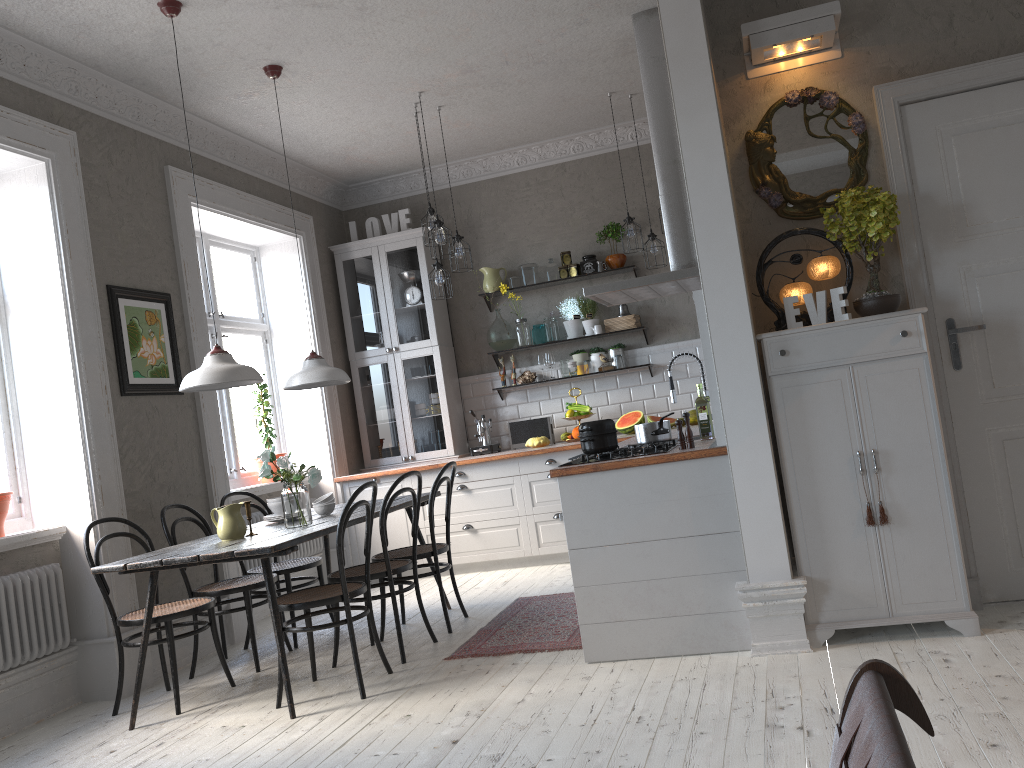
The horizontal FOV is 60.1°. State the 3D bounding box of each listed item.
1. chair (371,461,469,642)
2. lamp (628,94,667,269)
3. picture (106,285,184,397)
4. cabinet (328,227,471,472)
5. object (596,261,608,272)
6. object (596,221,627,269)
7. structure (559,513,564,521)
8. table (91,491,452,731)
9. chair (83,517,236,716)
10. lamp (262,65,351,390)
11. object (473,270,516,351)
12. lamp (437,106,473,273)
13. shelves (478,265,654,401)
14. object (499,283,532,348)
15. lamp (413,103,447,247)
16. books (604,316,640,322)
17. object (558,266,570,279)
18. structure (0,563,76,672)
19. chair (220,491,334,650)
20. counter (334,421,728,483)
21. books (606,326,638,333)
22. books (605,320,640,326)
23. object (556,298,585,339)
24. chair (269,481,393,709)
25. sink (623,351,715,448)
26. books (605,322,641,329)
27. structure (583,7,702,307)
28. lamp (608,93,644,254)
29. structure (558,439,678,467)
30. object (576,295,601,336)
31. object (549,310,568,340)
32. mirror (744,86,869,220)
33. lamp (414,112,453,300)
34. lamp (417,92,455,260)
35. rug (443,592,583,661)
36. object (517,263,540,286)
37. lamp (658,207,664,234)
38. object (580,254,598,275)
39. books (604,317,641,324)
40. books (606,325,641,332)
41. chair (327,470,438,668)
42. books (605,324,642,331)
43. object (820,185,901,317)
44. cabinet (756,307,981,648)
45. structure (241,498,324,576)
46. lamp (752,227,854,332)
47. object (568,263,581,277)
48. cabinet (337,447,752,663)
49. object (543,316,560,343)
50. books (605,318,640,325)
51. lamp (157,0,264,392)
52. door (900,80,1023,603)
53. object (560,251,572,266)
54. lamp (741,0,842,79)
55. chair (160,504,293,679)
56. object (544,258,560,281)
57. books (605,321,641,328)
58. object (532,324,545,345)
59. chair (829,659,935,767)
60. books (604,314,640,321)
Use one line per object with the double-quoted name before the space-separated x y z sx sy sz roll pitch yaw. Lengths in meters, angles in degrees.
"chair" -0.527 0.931 5.020 0.544 0.920 0.442 -9 -2 13
"lamp" 0.916 -1.698 6.414 0.148 1.734 0.145 -8 -2 -13
"picture" -2.096 -0.239 5.091 0.020 0.619 0.527 -9 -2 16
"cabinet" -0.922 -0.261 7.432 0.870 1.920 0.392 -9 -2 15
"object" 0.719 -0.938 7.070 0.092 0.096 0.075 -9 -2 16
"object" 0.827 -1.105 7.095 0.255 0.397 0.246 -10 -3 40
"structure" 0.600 0.674 4.164 0.612 0.623 0.629 -9 -2 15
"table" -1.090 1.095 4.676 0.895 0.735 1.940 -9 -2 16
"chair" -1.712 1.078 4.279 0.541 0.920 0.444 -9 -2 23
"lamp" -1.244 -0.905 5.075 0.374 1.858 0.385 -9 -2 23
"object" -0.136 -0.606 7.300 0.338 0.674 0.334 -8 -2 -16
"lamp" -0.466 -1.631 6.089 0.146 1.734 0.147 -9 -2 2
"shelves" 0.446 -0.382 7.223 1.303 0.923 0.231 -9 -2 14
"object" 0.027 -0.565 7.212 0.190 0.540 0.282 -9 -2 8
"lamp" -0.639 -1.793 5.971 0.146 1.734 0.147 -9 -2 2
"books" 0.884 -0.518 7.117 0.257 0.016 0.160 -10 -3 24
"object" 0.428 -0.897 7.199 0.082 0.113 0.083 -9 -2 15
"structure" -2.425 1.107 3.867 0.147 0.428 1.235 -9 -2 14
"chair" -1.398 1.072 5.286 0.540 0.920 0.445 -10 -2 28
"counter" -0.110 0.509 5.704 3.129 0.039 3.426 -9 -2 15
"books" 0.896 -0.432 7.114 0.258 0.011 0.159 -9 -2 18
"books" 0.888 -0.486 7.116 0.258 0.011 0.159 -9 -2 18
"object" 0.510 -0.542 7.238 0.240 0.354 0.239 -10 -3 33
"chair" -0.834 0.936 4.037 0.544 0.920 0.442 -9 -2 13
"sink" 0.830 0.203 4.782 0.523 0.720 0.491 -9 -2 15
"books" 0.892 -0.465 7.115 0.257 0.016 0.160 -10 -3 24
"structure" 0.724 -1.329 5.220 0.705 1.595 0.719 -9 -2 15
"lamp" 0.738 -1.800 6.320 0.150 1.734 0.143 -7 -3 -43
"structure" 0.523 0.318 4.187 0.491 0.031 0.612 -9 -2 16
"object" 0.619 -0.574 7.155 0.187 0.380 0.166 -8 -2 -24
"object" 0.379 -0.471 7.335 0.129 0.264 0.133 -9 -2 21
"mirror" 1.325 -1.038 3.970 0.527 0.593 0.072 -9 -2 14
"lamp" -0.607 -1.448 6.130 0.148 1.734 0.145 -8 -2 -18
"lamp" -0.575 -1.679 5.789 0.149 1.734 0.144 -7 -2 -28
"rug" 0.194 1.268 4.782 0.728 0.014 1.303 -9 -2 16
"object" 0.141 -0.887 7.280 0.175 0.184 0.168 -7 -3 -36
"lamp" 1.039 -1.969 6.492 0.149 1.734 0.144 -7 -2 -33
"object" 0.636 -0.960 7.194 0.140 0.174 0.143 -9 -2 15
"books" 0.885 -0.507 7.116 0.256 0.016 0.160 -10 -3 27
"books" 0.895 -0.443 7.114 0.257 0.011 0.160 -9 -3 21
"chair" -0.684 0.935 4.555 0.541 0.920 0.444 -9 -2 23
"books" 0.893 -0.454 7.115 0.256 0.016 0.160 -10 -3 27
"object" 1.504 -0.556 3.708 0.347 0.553 0.291 -7 -3 -41
"cabinet" 1.461 0.386 3.704 0.659 1.297 0.388 -9 -2 15
"structure" -1.695 1.099 6.324 0.147 0.428 1.235 -9 -2 14
"lamp" 1.278 -0.400 3.849 0.443 0.558 0.174 -9 -2 22
"object" 0.510 -0.911 7.174 0.081 0.113 0.084 -9 -2 25
"cabinet" 0.421 0.846 5.722 2.024 0.854 4.121 -7 -3 -28
"object" 0.318 -0.439 7.194 0.122 0.206 0.127 -10 -3 38
"books" 0.887 -0.497 7.116 0.257 0.011 0.160 -9 -3 21
"lamp" -1.502 -0.902 4.209 0.387 1.858 0.371 -7 -3 -37
"door" 2.213 -0.195 3.748 0.744 2.182 0.081 -9 -2 14
"object" 0.440 -1.013 7.183 0.083 0.113 0.082 -8 -2 -5
"lamp" 1.234 -1.513 3.907 0.411 0.171 0.222 -9 -2 15
"chair" -1.555 1.077 4.819 0.544 0.920 0.442 -9 -2 13
"object" 0.336 -0.931 7.329 0.142 0.220 0.137 -7 -2 -25
"books" 0.890 -0.475 7.115 0.257 0.011 0.160 -9 -3 21
"object" 0.229 -0.404 7.310 0.124 0.172 0.128 -9 -2 19
"chair" 0.036 0.781 1.004 1.006 0.720 0.513 -9 -2 15
"books" 0.882 -0.529 7.117 0.257 0.011 0.160 -9 -3 21
